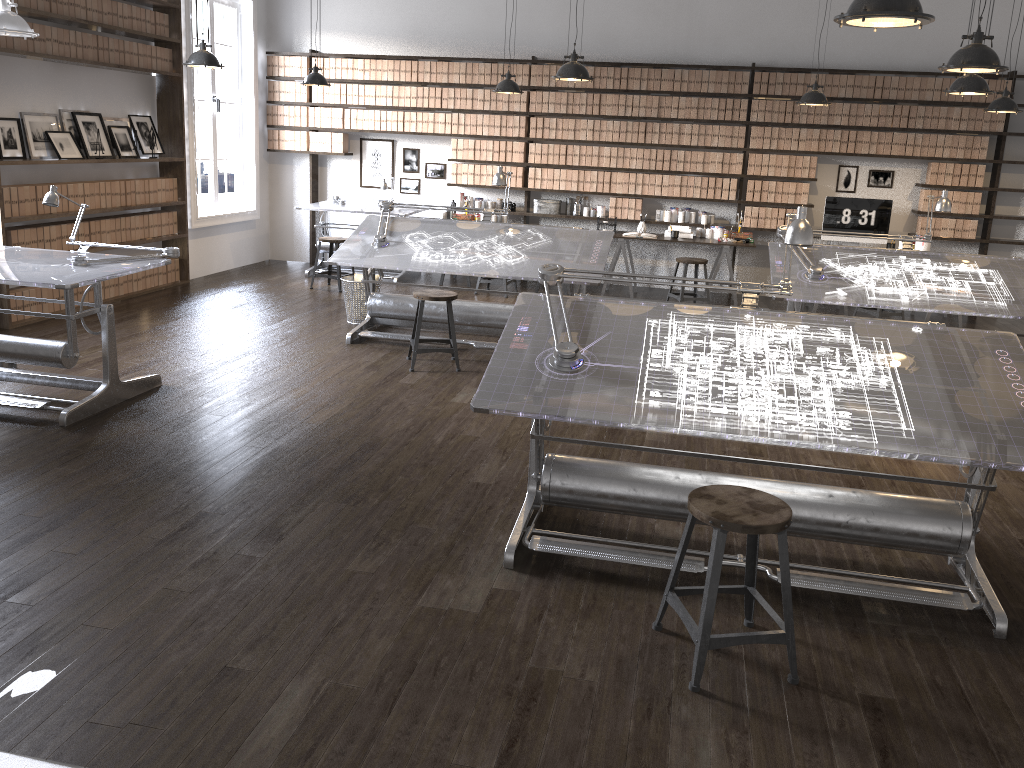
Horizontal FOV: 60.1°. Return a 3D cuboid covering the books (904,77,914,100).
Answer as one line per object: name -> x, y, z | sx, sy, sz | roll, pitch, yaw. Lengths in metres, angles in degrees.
books -> 3.996, -2.981, 8.952 | 0.067, 0.223, 0.176 | 5, 14, 11

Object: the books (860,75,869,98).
books -> 3.577, -3.024, 9.031 | 0.067, 0.223, 0.176 | 5, 14, 11

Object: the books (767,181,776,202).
books -> 2.757, -2.044, 9.417 | 0.067, 0.223, 0.176 | 5, 14, 11

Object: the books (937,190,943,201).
books -> 4.387, -1.878, 9.106 | 0.067, 0.223, 0.176 | 5, 14, 11

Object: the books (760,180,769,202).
books -> 2.688, -2.052, 9.435 | 0.067, 0.223, 0.176 | 5, 14, 11

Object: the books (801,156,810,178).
books -> 3.077, -2.277, 9.298 | 0.067, 0.223, 0.176 | 5, 14, 11

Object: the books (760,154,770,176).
books -> 2.674, -2.318, 9.375 | 0.067, 0.223, 0.176 | 5, 14, 11

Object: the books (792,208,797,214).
books -> 3.012, -1.749, 9.425 | 0.067, 0.223, 0.176 | 5, 14, 11

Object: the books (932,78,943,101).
books -> 4.258, -2.953, 8.896 | 0.067, 0.223, 0.176 | 5, 14, 11

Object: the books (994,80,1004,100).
books -> 4.809, -2.898, 8.795 | 0.067, 0.223, 0.176 | 5, 14, 11

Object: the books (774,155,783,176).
books -> 2.808, -2.306, 9.353 | 0.067, 0.223, 0.176 | 5, 14, 11

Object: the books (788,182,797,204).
books -> 2.961, -2.022, 9.376 | 0.067, 0.223, 0.176 | 5, 14, 11

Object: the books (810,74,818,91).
books -> 3.098, -3.073, 9.124 | 0.067, 0.223, 0.176 | 5, 14, 11

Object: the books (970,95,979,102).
books -> 4.605, -2.917, 8.827 | 0.067, 0.223, 0.176 | 5, 14, 11

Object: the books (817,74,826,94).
books -> 3.168, -3.065, 9.108 | 0.067, 0.223, 0.176 | 5, 14, 11

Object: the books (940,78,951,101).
books -> 4.328, -2.947, 8.887 | 0.067, 0.223, 0.176 | 5, 14, 11

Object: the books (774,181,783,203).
books -> 2.827, -2.038, 9.408 | 0.067, 0.223, 0.176 | 5, 14, 11

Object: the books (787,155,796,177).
books -> 2.939, -2.292, 9.328 | 0.067, 0.223, 0.176 | 5, 14, 11

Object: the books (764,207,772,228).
books -> 2.733, -1.778, 9.481 | 0.067, 0.223, 0.176 | 5, 14, 11

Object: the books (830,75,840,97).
books -> 3.306, -3.052, 9.087 | 0.067, 0.223, 0.176 | 5, 14, 11

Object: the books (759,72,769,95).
books -> 2.623, -3.121, 9.214 | 0.067, 0.223, 0.176 | 5, 14, 11

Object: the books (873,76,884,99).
books -> 3.713, -3.009, 9.002 | 0.067, 0.223, 0.176 | 5, 14, 11

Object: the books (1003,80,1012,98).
books -> 4.877, -2.890, 8.778 | 0.067, 0.223, 0.176 | 5, 14, 11

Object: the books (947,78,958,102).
books -> 4.396, -2.941, 8.875 | 0.067, 0.223, 0.176 | 5, 14, 11

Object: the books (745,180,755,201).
books -> 2.542, -2.067, 9.463 | 0.067, 0.223, 0.176 | 5, 14, 11

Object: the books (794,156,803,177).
books -> 3.008, -2.285, 9.315 | 0.067, 0.223, 0.176 | 5, 14, 11

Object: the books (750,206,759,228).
books -> 2.600, -1.791, 9.503 | 0.067, 0.223, 0.176 | 5, 14, 11

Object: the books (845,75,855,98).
books -> 3.444, -3.036, 9.053 | 0.067, 0.223, 0.176 | 5, 14, 11

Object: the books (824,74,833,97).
books -> 3.238, -3.059, 9.098 | 0.067, 0.223, 0.176 | 5, 14, 11

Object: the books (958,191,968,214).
books -> 4.589, -1.855, 9.059 | 0.067, 0.223, 0.176 | 5, 14, 11

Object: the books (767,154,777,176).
books -> 2.746, -2.311, 9.363 | 0.067, 0.223, 0.176 | 5, 14, 11

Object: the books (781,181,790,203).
books -> 2.896, -2.030, 9.394 | 0.067, 0.223, 0.176 | 5, 14, 11

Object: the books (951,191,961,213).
books -> 4.524, -1.862, 9.072 | 0.067, 0.223, 0.176 | 5, 14, 11

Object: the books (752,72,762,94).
books -> 2.552, -3.129, 9.233 | 0.067, 0.223, 0.176 | 5, 14, 11

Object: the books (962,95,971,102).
books -> 4.534, -2.925, 8.841 | 0.067, 0.223, 0.176 | 5, 14, 11

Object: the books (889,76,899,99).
books -> 3.856, -2.995, 8.975 | 0.067, 0.223, 0.176 | 5, 14, 11

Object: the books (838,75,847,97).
books -> 3.374, -3.044, 9.070 | 0.067, 0.223, 0.176 | 5, 14, 11

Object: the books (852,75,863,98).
books -> 3.515, -3.029, 9.039 | 0.067, 0.223, 0.176 | 5, 14, 11

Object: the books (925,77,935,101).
books -> 4.188, -2.961, 8.912 | 0.067, 0.223, 0.176 | 5, 14, 11

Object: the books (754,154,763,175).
books -> 2.607, -2.326, 9.392 | 0.067, 0.223, 0.176 | 5, 14, 11

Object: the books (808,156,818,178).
books -> 3.147, -2.271, 9.289 | 0.067, 0.223, 0.176 | 5, 14, 11

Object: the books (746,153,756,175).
books -> 2.539, -2.334, 9.407 | 0.067, 0.223, 0.176 | 5, 14, 11

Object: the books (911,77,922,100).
books -> 4.060, -2.973, 8.933 | 0.067, 0.223, 0.176 | 5, 14, 11

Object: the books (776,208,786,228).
books -> 2.869, -1.763, 9.452 | 0.067, 0.223, 0.176 | 5, 14, 11

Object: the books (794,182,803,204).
books -> 3.027, -2.017, 9.367 | 0.067, 0.223, 0.176 | 5, 14, 11

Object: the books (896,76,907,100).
books -> 3.926, -2.989, 8.965 | 0.067, 0.223, 0.176 | 5, 14, 11

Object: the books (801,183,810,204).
books -> 3.088, -2.010, 9.354 | 0.067, 0.223, 0.176 | 5, 14, 11

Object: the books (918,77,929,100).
books -> 4.127, -2.968, 8.925 | 0.067, 0.223, 0.176 | 5, 14, 11

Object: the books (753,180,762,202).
books -> 2.613, -2.058, 9.444 | 0.067, 0.223, 0.176 | 5, 14, 11

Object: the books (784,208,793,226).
books -> 2.944, -1.757, 9.443 | 0.067, 0.223, 0.176 | 5, 14, 11

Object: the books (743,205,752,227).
books -> 2.530, -1.799, 9.520 | 0.067, 0.223, 0.176 | 5, 14, 11

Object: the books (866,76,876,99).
books -> 3.642, -3.018, 9.021 | 0.067, 0.223, 0.176 | 5, 14, 11

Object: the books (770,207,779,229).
books -> 2.798, -1.772, 9.471 | 0.067, 0.223, 0.176 | 5, 14, 11

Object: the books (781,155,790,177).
books -> 2.872, -2.298, 9.336 | 0.067, 0.223, 0.176 | 5, 14, 11

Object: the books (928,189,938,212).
books -> 4.318, -1.885, 9.117 | 0.067, 0.223, 0.176 | 5, 14, 11

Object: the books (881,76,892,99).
books -> 3.788, -3.003, 8.993 | 0.067, 0.223, 0.176 | 5, 14, 11

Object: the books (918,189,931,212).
books -> 4.248, -1.891, 9.127 | 0.067, 0.223, 0.176 | 5, 14, 11

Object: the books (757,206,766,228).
books -> 2.670, -1.783, 9.489 | 0.067, 0.223, 0.176 | 5, 14, 11
